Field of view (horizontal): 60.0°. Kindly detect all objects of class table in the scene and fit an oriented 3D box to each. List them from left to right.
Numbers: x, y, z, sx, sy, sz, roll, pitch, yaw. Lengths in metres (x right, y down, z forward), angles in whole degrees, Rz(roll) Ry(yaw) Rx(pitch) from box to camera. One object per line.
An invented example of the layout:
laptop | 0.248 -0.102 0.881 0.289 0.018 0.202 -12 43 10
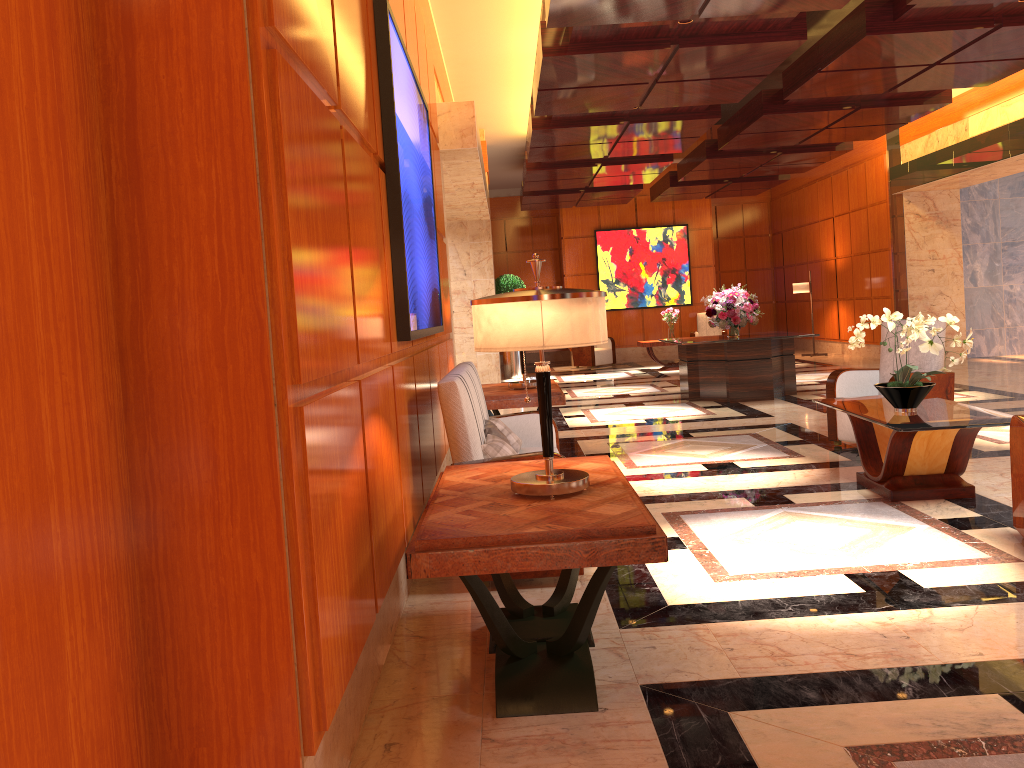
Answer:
table | 0.057 0.333 7.304 0.725 0.605 1.273 -4 4 0
table | 0.083 0.667 3.085 0.725 0.605 1.273 -4 4 0
table | 2.946 -0.541 16.285 1.167 0.533 0.726 -4 4 0
table | 2.776 -0.217 11.045 1.600 0.743 1.604 -4 4 0
table | 2.405 0.393 5.327 0.722 0.495 1.563 -4 4 3

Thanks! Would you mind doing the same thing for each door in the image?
door | -0.703 -0.153 1.163 0.340 2.647 1.541 -4 3 0

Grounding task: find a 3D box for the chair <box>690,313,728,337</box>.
chair | 4.089 -0.998 18.313 0.737 0.959 0.630 -3 3 19

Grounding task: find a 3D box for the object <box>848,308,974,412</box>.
object | 2.312 -0.148 5.186 0.789 0.616 0.418 -5 3 -23

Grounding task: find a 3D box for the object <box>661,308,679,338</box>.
object | 2.923 -1.108 16.293 0.350 0.595 0.327 -3 3 20

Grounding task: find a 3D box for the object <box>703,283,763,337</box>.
object | 2.731 -0.915 10.998 0.650 0.657 0.681 -4 3 -9

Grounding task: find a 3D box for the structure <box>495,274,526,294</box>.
structure | -0.033 -1.222 16.608 0.722 1.710 0.722 -5 3 -22

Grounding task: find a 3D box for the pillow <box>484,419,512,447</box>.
pillow | -0.077 0.332 4.764 0.160 0.252 0.358 -4 4 -3

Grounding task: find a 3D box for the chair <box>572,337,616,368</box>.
chair | 1.660 -0.836 18.300 0.739 0.959 0.628 -7 4 -41

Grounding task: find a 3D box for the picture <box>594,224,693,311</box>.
picture | 2.804 -2.474 18.886 1.996 1.734 0.056 -4 2 0

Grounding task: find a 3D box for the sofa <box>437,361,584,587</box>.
sofa | -0.005 0.364 4.786 0.612 0.930 1.803 -4 4 0

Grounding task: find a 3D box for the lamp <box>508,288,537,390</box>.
lamp | 0.080 -0.365 7.141 0.458 0.808 0.460 -3 3 9

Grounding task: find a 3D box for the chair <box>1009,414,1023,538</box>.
chair | 2.624 0.254 3.826 0.737 0.959 0.630 -3 3 19

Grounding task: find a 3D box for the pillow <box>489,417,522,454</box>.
pillow | -0.044 0.309 5.212 0.202 0.229 0.274 -4 4 2

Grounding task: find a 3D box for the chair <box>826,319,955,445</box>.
chair | 2.902 -0.003 6.807 0.629 0.959 0.738 -5 3 -21

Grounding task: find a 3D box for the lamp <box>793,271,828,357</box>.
lamp | 5.742 -1.360 17.171 0.527 1.658 0.360 -4 2 -10

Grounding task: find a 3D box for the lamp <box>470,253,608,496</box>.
lamp | 0.105 -0.044 2.989 0.459 0.792 0.458 -6 4 -38

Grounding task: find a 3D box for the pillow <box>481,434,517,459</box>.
pillow | -0.045 0.373 4.330 0.195 0.226 0.345 -4 4 5

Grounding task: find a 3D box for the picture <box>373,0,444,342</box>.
picture | -0.513 -0.984 4.738 0.056 1.449 2.001 -4 4 0
